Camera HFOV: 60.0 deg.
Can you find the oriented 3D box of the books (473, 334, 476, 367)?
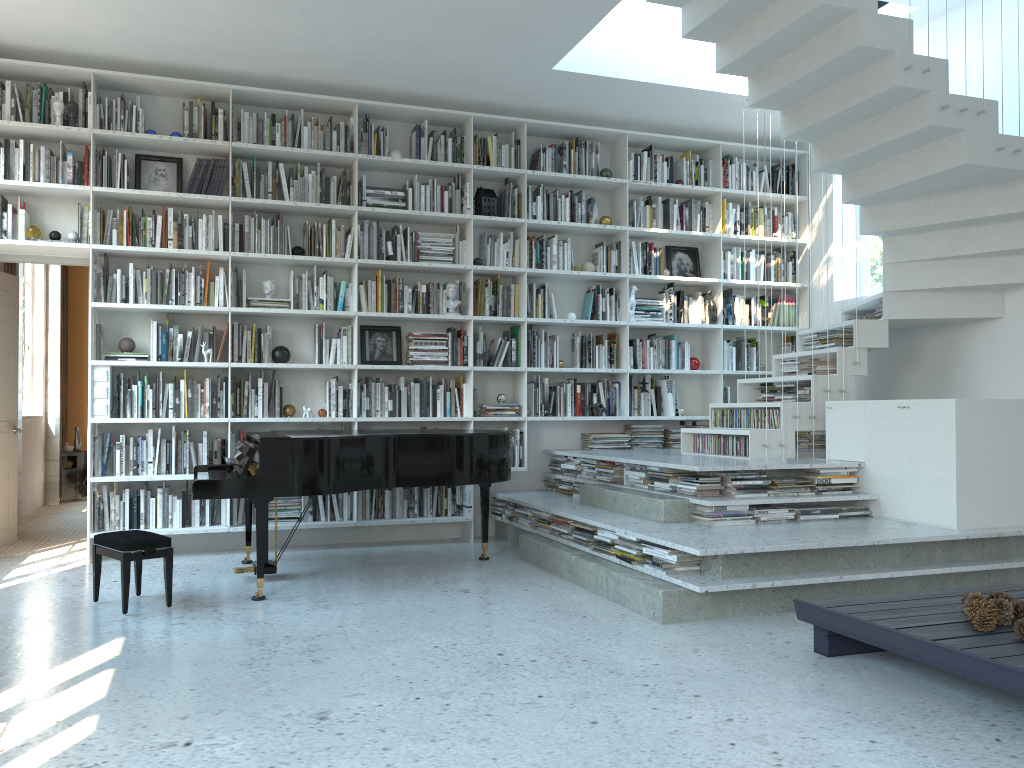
[{"bbox_3d":[-0.304,-0.246,6.648,0.028,0.253,0.142,0,-1,-19],"label":"books"}]

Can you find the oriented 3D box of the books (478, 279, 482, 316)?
[{"bbox_3d":[-0.261,-0.632,6.670,0.035,0.293,0.145,0,-1,-19],"label":"books"}]

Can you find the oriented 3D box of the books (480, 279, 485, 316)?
[{"bbox_3d":[-0.244,-0.633,6.660,0.035,0.293,0.145,0,-1,-19],"label":"books"}]

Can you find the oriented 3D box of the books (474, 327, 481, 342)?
[{"bbox_3d":[-0.257,-0.272,6.660,0.013,0.307,0.141,0,-1,-19],"label":"books"}]

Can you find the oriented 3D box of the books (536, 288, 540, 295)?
[{"bbox_3d":[0.182,-0.603,6.820,0.008,0.242,0.169,0,-1,-19],"label":"books"}]

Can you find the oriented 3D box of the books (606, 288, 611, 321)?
[{"bbox_3d":[0.737,-0.614,7.019,0.032,0.274,0.154,0,-1,-19],"label":"books"}]

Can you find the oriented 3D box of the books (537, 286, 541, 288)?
[{"bbox_3d":[0.229,-0.619,6.838,0.006,0.273,0.167,0,-1,-19],"label":"books"}]

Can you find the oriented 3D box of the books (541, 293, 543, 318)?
[{"bbox_3d":[0.205,-0.588,6.820,0.007,0.211,0.158,0,-1,-19],"label":"books"}]

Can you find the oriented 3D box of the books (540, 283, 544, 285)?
[{"bbox_3d":[0.235,-0.631,6.885,0.011,0.300,0.088,0,-1,-19],"label":"books"}]

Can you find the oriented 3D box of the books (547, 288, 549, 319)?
[{"bbox_3d":[0.256,-0.608,6.856,0.007,0.254,0.161,0,-1,-19],"label":"books"}]

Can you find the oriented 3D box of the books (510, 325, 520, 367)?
[{"bbox_3d":[0.023,-0.279,6.751,0.014,0.325,0.183,0,-1,-19],"label":"books"}]

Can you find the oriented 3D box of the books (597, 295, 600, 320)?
[{"bbox_3d":[0.652,-0.583,6.977,0.006,0.209,0.188,0,-1,-19],"label":"books"}]

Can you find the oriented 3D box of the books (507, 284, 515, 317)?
[{"bbox_3d":[-0.019,-0.617,6.748,0.032,0.266,0.143,0,-1,-19],"label":"books"}]

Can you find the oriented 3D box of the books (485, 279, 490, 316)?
[{"bbox_3d":[-0.198,-0.633,6.679,0.019,0.294,0.163,0,-1,-19],"label":"books"}]

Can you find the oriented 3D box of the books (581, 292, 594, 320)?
[{"bbox_3d":[0.592,-0.598,6.971,0.056,0.241,0.153,0,-1,-19],"label":"books"}]

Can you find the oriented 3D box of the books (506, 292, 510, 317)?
[{"bbox_3d":[-0.060,-0.587,6.718,0.034,0.204,0.181,0,-1,-19],"label":"books"}]

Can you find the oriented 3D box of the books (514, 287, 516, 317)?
[{"bbox_3d":[-0.006,-0.607,6.768,0.019,0.247,0.149,0,-1,-19],"label":"books"}]

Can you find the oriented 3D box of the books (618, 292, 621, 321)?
[{"bbox_3d":[0.829,-0.599,7.039,0.010,0.245,0.158,0,-1,-19],"label":"books"}]

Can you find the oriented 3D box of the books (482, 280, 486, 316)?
[{"bbox_3d":[-0.237,-0.632,6.678,0.035,0.293,0.145,0,-1,-19],"label":"books"}]

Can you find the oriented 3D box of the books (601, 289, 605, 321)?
[{"bbox_3d":[0.693,-0.609,6.995,0.018,0.263,0.165,0,-1,-19],"label":"books"}]

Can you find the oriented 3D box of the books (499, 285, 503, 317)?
[{"bbox_3d":[-0.111,-0.611,6.718,0.033,0.253,0.174,0,-1,-19],"label":"books"}]

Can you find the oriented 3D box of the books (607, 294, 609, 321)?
[{"bbox_3d":[0.724,-0.590,6.998,0.012,0.224,0.178,0,-1,-19],"label":"books"}]

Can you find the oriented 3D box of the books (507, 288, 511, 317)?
[{"bbox_3d":[-0.043,-0.604,6.745,0.028,0.239,0.145,0,-1,-19],"label":"books"}]

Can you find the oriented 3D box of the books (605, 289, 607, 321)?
[{"bbox_3d":[0.709,-0.607,7.001,0.015,0.259,0.152,0,-1,-19],"label":"books"}]

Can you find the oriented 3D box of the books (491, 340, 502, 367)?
[{"bbox_3d":[-0.140,-0.221,6.687,0.089,0.210,0.176,0,-1,-19],"label":"books"}]

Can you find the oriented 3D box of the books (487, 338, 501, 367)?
[{"bbox_3d":[-0.155,-0.230,6.677,0.095,0.228,0.190,0,-1,-19],"label":"books"}]

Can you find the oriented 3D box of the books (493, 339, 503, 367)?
[{"bbox_3d":[-0.132,-0.228,6.712,0.095,0.226,0.144,0,-1,-19],"label":"books"}]

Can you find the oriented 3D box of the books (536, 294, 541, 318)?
[{"bbox_3d":[0.179,-0.579,6.791,0.017,0.192,0.191,0,-1,-19],"label":"books"}]

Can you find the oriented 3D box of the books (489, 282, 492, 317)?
[{"bbox_3d":[-0.188,-0.624,6.707,0.035,0.278,0.139,0,-1,-19],"label":"books"}]

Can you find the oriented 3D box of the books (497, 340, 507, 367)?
[{"bbox_3d":[-0.104,-0.222,6.725,0.090,0.215,0.139,0,-1,-19],"label":"books"}]

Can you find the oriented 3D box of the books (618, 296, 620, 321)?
[{"bbox_3d":[0.810,-0.582,7.042,0.023,0.212,0.164,0,-1,-19],"label":"books"}]

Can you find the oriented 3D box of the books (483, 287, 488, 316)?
[{"bbox_3d":[-0.215,-0.602,6.676,0.015,0.231,0.180,0,-1,-19],"label":"books"}]

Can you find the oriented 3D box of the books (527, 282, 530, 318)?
[{"bbox_3d":[0.091,-0.627,6.779,0.035,0.287,0.191,0,-1,-19],"label":"books"}]

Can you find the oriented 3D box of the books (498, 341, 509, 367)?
[{"bbox_3d":[-0.088,-0.217,6.719,0.091,0.205,0.169,0,-1,-19],"label":"books"}]

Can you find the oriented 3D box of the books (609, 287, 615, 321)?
[{"bbox_3d":[0.765,-0.614,7.006,0.012,0.273,0.184,0,-1,-19],"label":"books"}]

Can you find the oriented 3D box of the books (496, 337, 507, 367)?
[{"bbox_3d":[-0.105,-0.235,6.715,0.094,0.238,0.149,0,-1,-19],"label":"books"}]

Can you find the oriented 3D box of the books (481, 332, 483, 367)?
[{"bbox_3d":[-0.248,-0.251,6.672,0.012,0.266,0.157,0,-1,-19],"label":"books"}]

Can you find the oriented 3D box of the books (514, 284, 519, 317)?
[{"bbox_3d":[0.013,-0.617,6.773,0.033,0.268,0.142,0,-1,-19],"label":"books"}]

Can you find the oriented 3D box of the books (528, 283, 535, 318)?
[{"bbox_3d":[0.138,-0.623,6.779,0.013,0.279,0.191,0,-1,-19],"label":"books"}]

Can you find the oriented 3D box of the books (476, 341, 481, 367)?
[{"bbox_3d":[-0.271,-0.216,6.638,0.027,0.192,0.182,0,-1,-19],"label":"books"}]

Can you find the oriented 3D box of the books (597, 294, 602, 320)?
[{"bbox_3d":[0.661,-0.588,6.981,0.013,0.219,0.187,0,-1,-19],"label":"books"}]

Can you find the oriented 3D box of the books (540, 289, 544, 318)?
[{"bbox_3d":[0.212,-0.603,6.835,0.017,0.243,0.132,0,-1,-19],"label":"books"}]

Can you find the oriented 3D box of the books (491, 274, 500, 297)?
[{"bbox_3d":[-0.127,-0.654,6.710,0.021,0.337,0.169,0,-1,-19],"label":"books"}]

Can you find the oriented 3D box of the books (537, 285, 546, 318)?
[{"bbox_3d":[0.226,-0.617,6.831,0.006,0.270,0.178,0,-1,-19],"label":"books"}]

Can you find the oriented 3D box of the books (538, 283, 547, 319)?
[{"bbox_3d":[0.238,-0.625,6.841,0.013,0.287,0.159,0,-1,-19],"label":"books"}]

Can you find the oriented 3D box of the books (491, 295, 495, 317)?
[{"bbox_3d":[-0.165,-0.575,6.717,0.030,0.181,0.131,0,-1,-19],"label":"books"}]

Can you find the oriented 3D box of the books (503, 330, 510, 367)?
[{"bbox_3d":[-0.041,-0.260,6.741,0.013,0.285,0.138,0,-1,-19],"label":"books"}]

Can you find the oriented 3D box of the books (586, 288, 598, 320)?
[{"bbox_3d":[0.630,-0.610,6.977,0.021,0.264,0.174,0,-1,-19],"label":"books"}]

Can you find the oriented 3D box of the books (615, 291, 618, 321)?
[{"bbox_3d":[0.799,-0.603,7.022,0.011,0.252,0.169,0,-1,-19],"label":"books"}]

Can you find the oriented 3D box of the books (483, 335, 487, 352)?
[{"bbox_3d":[-0.226,-0.243,6.680,0.035,0.248,0.141,0,-1,-19],"label":"books"}]

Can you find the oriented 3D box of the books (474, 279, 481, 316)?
[{"bbox_3d":[-0.269,-0.633,6.655,0.035,0.293,0.145,0,-1,-19],"label":"books"}]

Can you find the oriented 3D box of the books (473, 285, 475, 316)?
[{"bbox_3d":[-0.306,-0.610,6.670,0.013,0.247,0.176,0,-1,-19],"label":"books"}]

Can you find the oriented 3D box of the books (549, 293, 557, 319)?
[{"bbox_3d":[0.294,-0.586,6.839,0.051,0.210,0.176,0,-1,-19],"label":"books"}]

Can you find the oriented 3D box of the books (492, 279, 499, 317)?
[{"bbox_3d":[-0.133,-0.632,6.687,0.019,0.293,0.182,0,-1,-19],"label":"books"}]

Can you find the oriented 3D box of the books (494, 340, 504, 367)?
[{"bbox_3d":[-0.120,-0.221,6.711,0.090,0.212,0.143,0,-1,-19],"label":"books"}]

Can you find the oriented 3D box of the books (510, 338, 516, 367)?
[{"bbox_3d":[-0.014,-0.229,6.727,0.029,0.223,0.171,0,-1,-19],"label":"books"}]

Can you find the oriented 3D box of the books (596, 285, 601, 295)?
[{"bbox_3d":[0.668,-0.625,7.000,0.013,0.295,0.154,0,-1,-19],"label":"books"}]

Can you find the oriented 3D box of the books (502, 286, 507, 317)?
[{"bbox_3d":[-0.081,-0.606,6.703,0.027,0.242,0.188,0,-1,-19],"label":"books"}]
